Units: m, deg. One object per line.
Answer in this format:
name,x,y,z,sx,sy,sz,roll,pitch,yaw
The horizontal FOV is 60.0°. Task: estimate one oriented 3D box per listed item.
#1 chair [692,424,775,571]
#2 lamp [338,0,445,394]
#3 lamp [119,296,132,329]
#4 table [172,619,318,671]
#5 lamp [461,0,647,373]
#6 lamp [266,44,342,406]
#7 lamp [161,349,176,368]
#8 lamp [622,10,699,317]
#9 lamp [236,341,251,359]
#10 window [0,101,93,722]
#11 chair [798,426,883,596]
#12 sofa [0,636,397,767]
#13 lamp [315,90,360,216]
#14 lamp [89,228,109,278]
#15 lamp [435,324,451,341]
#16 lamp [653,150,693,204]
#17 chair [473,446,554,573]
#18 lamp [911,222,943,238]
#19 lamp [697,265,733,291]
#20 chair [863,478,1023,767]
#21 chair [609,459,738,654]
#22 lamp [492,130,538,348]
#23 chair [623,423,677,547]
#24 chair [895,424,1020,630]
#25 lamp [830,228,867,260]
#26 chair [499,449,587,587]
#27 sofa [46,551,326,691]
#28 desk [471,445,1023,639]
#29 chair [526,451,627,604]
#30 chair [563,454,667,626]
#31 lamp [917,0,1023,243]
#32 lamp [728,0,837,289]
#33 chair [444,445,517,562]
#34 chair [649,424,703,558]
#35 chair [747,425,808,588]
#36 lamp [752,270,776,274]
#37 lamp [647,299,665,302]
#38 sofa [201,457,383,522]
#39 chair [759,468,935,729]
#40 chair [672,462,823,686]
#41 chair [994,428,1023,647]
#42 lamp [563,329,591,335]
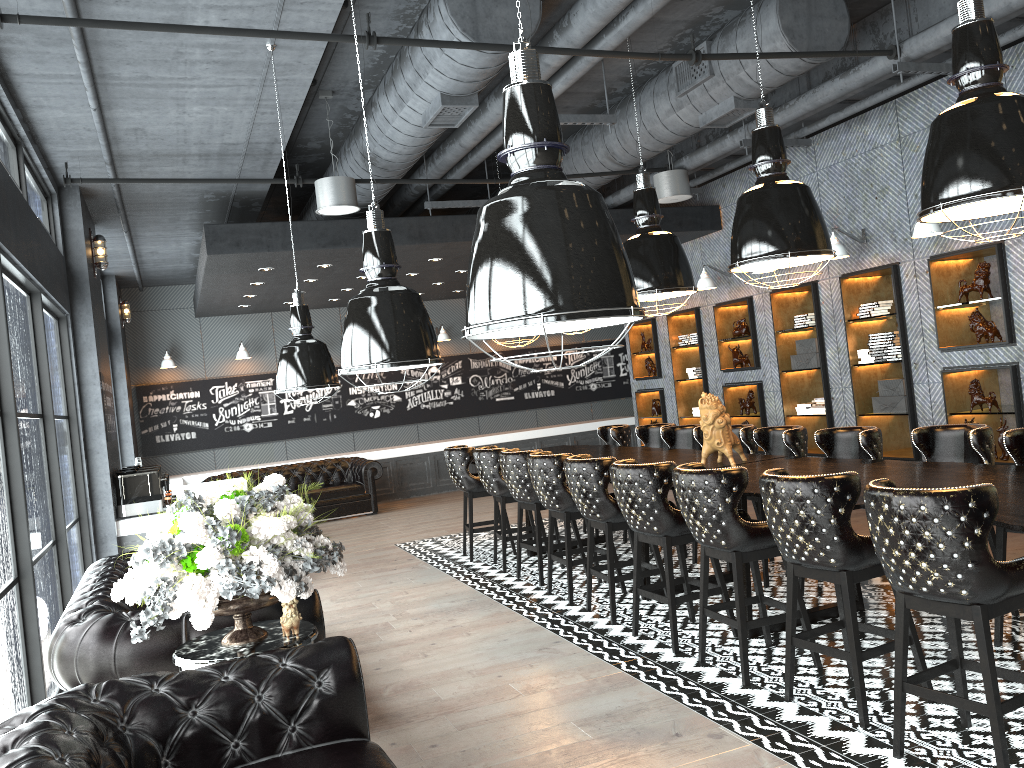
chair,1.776,0.903,7.259,0.568,1.092,0.504,-6,-1,-26
lamp,-0.551,-1.042,3.256,0.391,2.161,0.391,-7,-1,24
lamp,-5.731,-1.068,13.167,0.139,0.480,0.145,-6,-1,-21
table,-1.050,1.405,3.634,0.572,0.726,0.572,-7,-1,32
lamp,-0.023,-1.100,1.869,0.391,2.154,0.391,-7,-1,24
lamp,-1.323,-0.951,5.289,0.391,2.161,0.391,-7,-1,24
lamp,-5.319,-0.395,13.780,0.244,0.287,0.489,-6,0,-5
lamp,0.963,-1.657,6.623,0.621,2.303,0.621,-7,-1,24
lamp,-4.284,-0.546,14.181,0.244,0.287,0.489,-6,0,-5
window,-1.911,-0.006,2.622,0.120,3.730,20.786,-6,0,-21
chair,2.209,0.852,5.883,0.568,1.092,0.504,-6,-1,-19
sofa,-0.684,1.302,2.031,1.240,0.838,2.564,-6,0,-22
lamp,-1.555,-2.004,7.643,0.380,1.045,0.382,-7,-1,37
lamp,-3.996,-1.272,8.601,0.139,0.480,0.145,-6,-1,-21
lamp,-1.197,-0.888,15.373,0.244,0.287,0.489,-6,0,-5
lamp,1.550,-2.351,8.841,0.380,1.045,0.381,-6,-1,6
chair,-0.016,1.106,8.087,0.568,1.092,0.504,-6,-1,-12
lamp,3.552,-1.389,7.372,0.490,0.287,0.243,-6,0,-5
lamp,2.387,-1.273,10.431,0.490,0.287,0.243,-6,0,-5
chair,1.706,0.904,3.399,0.568,1.092,0.504,-6,-1,-29
chair,0.934,0.994,5.373,0.568,1.092,0.504,-6,-1,-23
lamp,-0.073,-1.535,9.349,0.621,2.303,0.621,-7,-1,24
chair,1.371,0.951,8.591,0.568,1.092,0.504,-6,-1,-24
chair,2.590,0.808,5.247,0.568,1.092,0.504,-6,-1,-19
lamp,3.165,-1.345,8.388,0.490,0.287,0.243,-6,0,-5
chair,0.228,1.077,7.415,0.568,1.092,0.504,-6,-1,-24
sofa,-1.845,1.439,5.086,1.240,0.838,2.564,-6,0,-22
desk,1.447,1.032,6.043,1.434,0.927,7.591,-6,0,-21
chair,0.450,1.051,6.747,0.568,1.092,0.504,-6,-1,-18
chair,0.693,1.023,6.079,0.568,1.092,0.504,-6,-1,-17
lamp,1.999,-1.779,3.897,0.621,2.303,0.621,-7,-1,24
lamp,1.481,-1.718,5.260,0.621,2.303,0.621,-7,-1,24
chair,-0.336,1.143,8.739,0.568,1.092,0.504,-6,-1,-12
chair,1.526,0.932,7.917,0.568,1.092,0.504,-6,-1,-31
chair,1.958,0.881,6.602,0.568,1.092,0.504,-6,-1,-13
lamp,2.773,-1.343,9.407,0.490,0.287,0.243,-6,0,-5
lamp,1.976,-1.242,11.508,0.490,0.287,0.243,-6,0,-5
sofa,-3.230,1.609,12.974,2.567,0.838,1.239,-6,0,-22
chair,1.492,0.929,4.100,0.568,1.092,0.504,-6,-1,-27
chair,1.202,0.963,4.741,0.568,1.092,0.504,-6,-1,-17
chair,2.801,0.783,4.563,0.568,1.092,0.504,-6,-1,-29
lamp,0.445,-1.596,7.986,0.621,2.303,0.621,-7,-1,24
